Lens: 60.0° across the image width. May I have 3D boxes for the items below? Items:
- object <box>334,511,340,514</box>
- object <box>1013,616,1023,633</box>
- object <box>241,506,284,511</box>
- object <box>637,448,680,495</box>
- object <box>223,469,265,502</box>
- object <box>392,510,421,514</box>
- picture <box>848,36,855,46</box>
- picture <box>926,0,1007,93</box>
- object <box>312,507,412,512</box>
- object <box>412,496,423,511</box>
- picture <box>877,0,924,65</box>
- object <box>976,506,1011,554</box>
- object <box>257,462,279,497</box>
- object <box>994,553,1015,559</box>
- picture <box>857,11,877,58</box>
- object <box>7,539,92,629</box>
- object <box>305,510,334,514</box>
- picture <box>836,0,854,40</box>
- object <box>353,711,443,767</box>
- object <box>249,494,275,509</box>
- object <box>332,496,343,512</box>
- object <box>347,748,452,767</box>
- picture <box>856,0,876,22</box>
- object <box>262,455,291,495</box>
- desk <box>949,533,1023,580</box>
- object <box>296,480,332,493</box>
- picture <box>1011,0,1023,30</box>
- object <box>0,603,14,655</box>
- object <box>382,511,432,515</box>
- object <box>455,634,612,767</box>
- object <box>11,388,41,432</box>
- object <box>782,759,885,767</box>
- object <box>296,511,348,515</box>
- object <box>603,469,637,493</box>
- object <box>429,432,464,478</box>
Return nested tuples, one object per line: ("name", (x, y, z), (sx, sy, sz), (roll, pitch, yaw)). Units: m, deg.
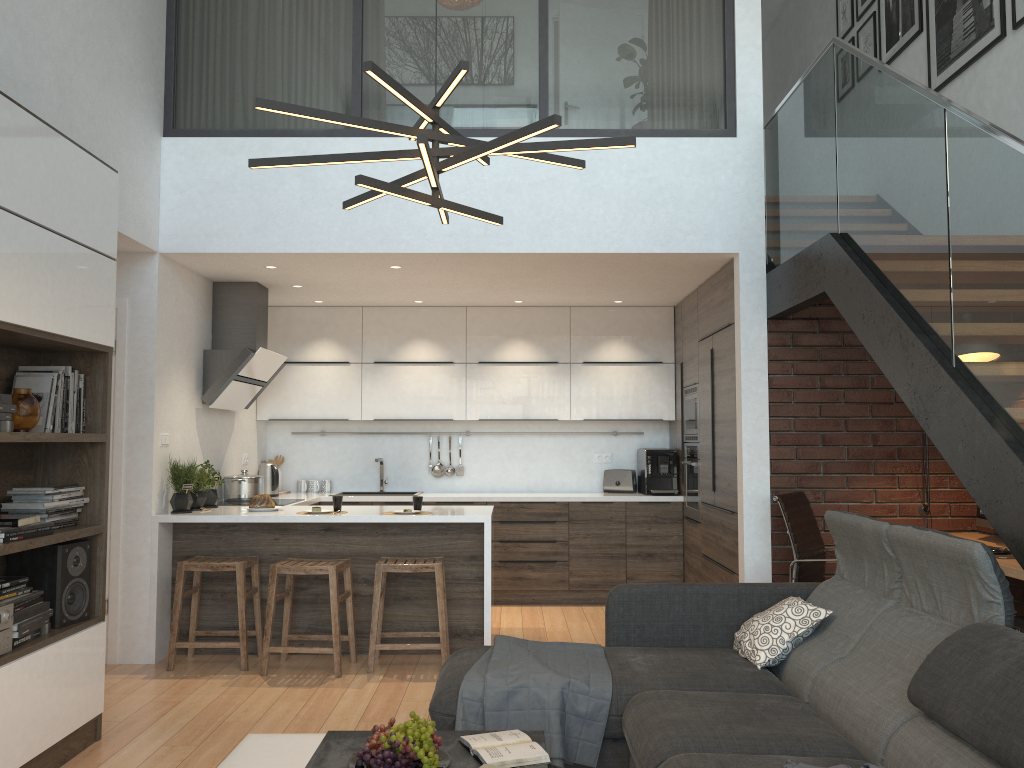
("object", (-1.052, 0.769, 5.315), (0.025, 0.011, 0.126), (0, -4, 4))
("object", (2.373, 1.260, 3.715), (0.474, 0.527, 0.215), (0, -4, 0))
("object", (-1.557, 0.780, 5.543), (0.261, 0.021, 0.261), (0, -4, -6))
("object", (1.204, 0.716, 7.299), (0.274, 0.378, 0.532), (0, -4, 0))
("object", (-1.936, 0.729, 6.409), (0.288, 0.223, 0.315), (-3, -5, 41))
("object", (-0.627, 0.766, 5.296), (0.176, 0.014, 0.176), (0, -4, 4))
("picture", (2.701, -2.532, 7.157), (0.025, 0.410, 0.333), (0, -4, 0))
("picture", (2.700, -2.369, 5.322), (0.025, 0.990, 0.871), (0, -4, 0))
("object", (-0.899, 0.752, 5.305), (0.597, 0.039, 0.064), (0, -4, -4))
("object", (-0.575, 0.734, 5.408), (0.066, 0.093, 0.066), (2, -4, -27))
("picture", (2.699, -2.794, 6.193), (0.025, 0.990, 0.654), (0, -4, 0))
("object", (2.460, 0.554, 4.471), (0.431, 0.535, 0.716), (0, -4, 0))
("object", (-1.918, 0.748, 6.960), (0.179, 0.270, 0.220), (1, -4, -13))
("object", (2.307, 0.799, 4.136), (0.200, 0.002, 0.250), (0, -4, 0))
("picture", (2.702, -2.560, 6.746), (0.025, 0.410, 0.333), (0, -4, 0))
("object", (-1.921, 0.827, 3.699), (0.244, 0.331, 0.214), (-1, -4, 10))
("object", (-1.162, 0.768, 5.331), (0.176, 0.014, 0.176), (1, -4, -10))
("picture", (2.701, -3.019, 7.188), (0.025, 0.410, 0.333), (0, -4, 0))
("object", (-0.327, 1.020, 2.543), (0.256, 0.173, 0.279), (0, -4, -3))
("object", (-1.567, 0.742, 5.556), (0.155, 0.101, 0.161), (0, -4, -4))
("object", (-1.070, 0.736, 5.438), (0.066, 0.093, 0.066), (-3, -5, 36))
("object", (-0.320, 1.090, 2.532), (0.295, 0.026, 0.295), (0, -4, -6))
("picture", (2.702, -3.044, 6.778), (0.025, 0.410, 0.333), (0, -4, 0))
("object", (-1.989, 0.752, 7.384), (0.221, 0.316, 0.330), (0, -4, 0))
("desk", (2.402, 1.170, 4.053), (0.610, 0.750, 2.182), (0, -4, 0))
("object", (-1.674, 0.865, 7.499), (0.297, 0.105, 0.112), (0, -4, 2))
("picture", (2.701, -2.260, 4.295), (0.025, 0.654, 0.990), (0, -4, 0))
("object", (-1.909, 0.863, 3.033), (0.270, 0.174, 0.285), (0, -4, 0))
("object", (-0.630, 0.777, 5.338), (0.304, 0.002, 0.304), (-2, -4, 32))
("object", (0.112, 1.211, 3.393), (0.548, 0.369, 0.685), (-1, -4, 8))
("object", (-1.906, 0.104, 3.447), (0.130, 0.171, 0.130), (-3, -5, 39))
("object", (0.942, 0.997, 1.998), (0.411, 0.118, 0.905), (2, -4, -24))
("object", (-1.149, 0.779, 5.368), (0.305, 0.002, 0.305), (2, -4, -31))
("object", (0.906, 0.815, 7.442), (0.260, 0.195, 0.177), (-1, -4, 20))
("object", (-0.567, 0.602, 7.548), (0.320, 0.389, 0.069), (0, -4, 1))
